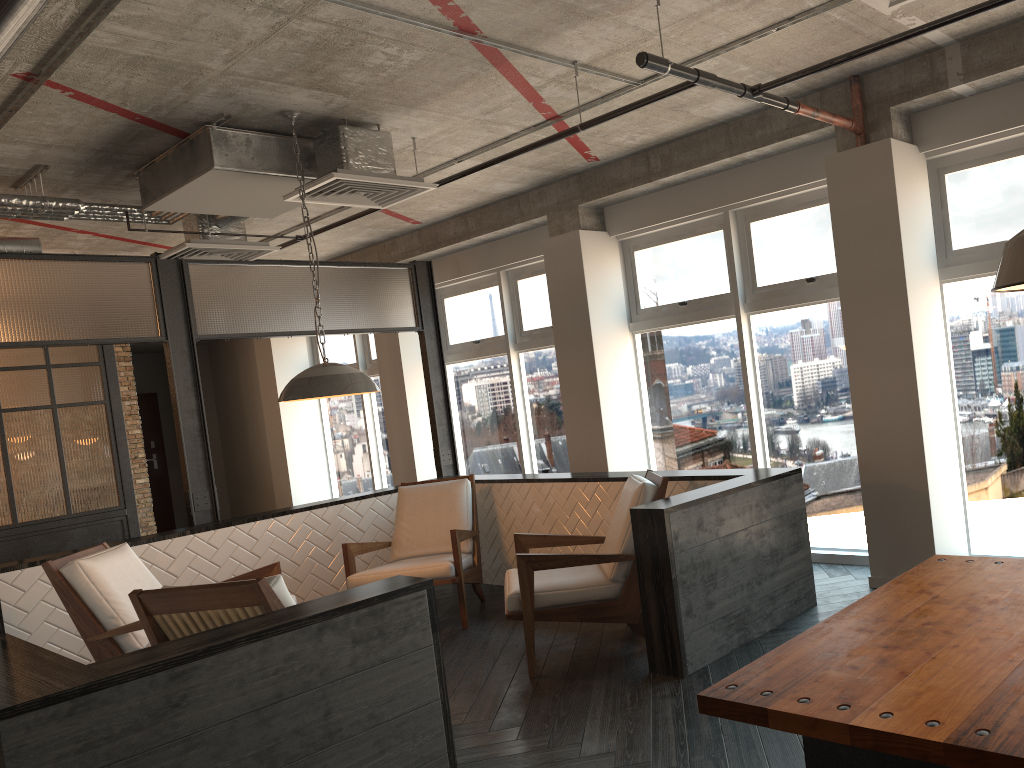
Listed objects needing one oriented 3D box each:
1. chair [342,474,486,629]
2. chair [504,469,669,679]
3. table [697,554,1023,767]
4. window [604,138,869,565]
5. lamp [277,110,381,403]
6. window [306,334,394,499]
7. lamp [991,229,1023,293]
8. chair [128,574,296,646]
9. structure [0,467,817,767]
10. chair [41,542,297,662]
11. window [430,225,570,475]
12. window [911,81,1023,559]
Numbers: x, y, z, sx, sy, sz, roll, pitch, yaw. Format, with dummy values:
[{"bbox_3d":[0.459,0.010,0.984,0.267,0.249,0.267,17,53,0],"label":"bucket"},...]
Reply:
[{"bbox_3d":[-0.601,1.148,5.666,0.713,0.908,0.952,-7,1,8],"label":"chair"},{"bbox_3d":[0.431,1.015,4.695,1.015,0.908,0.665,-7,1,-12],"label":"chair"},{"bbox_3d":[2.055,0.841,1.099,3.191,0.792,1.391,-7,0,44],"label":"table"},{"bbox_3d":[1.764,-0.115,6.217,2.119,2.879,0.287,-6,2,44],"label":"window"},{"bbox_3d":[-1.087,-0.696,4.516,0.587,1.547,0.431,-9,2,-37],"label":"lamp"},{"bbox_3d":[-1.652,0.326,9.548,2.119,2.879,0.287,-6,2,44],"label":"window"},{"bbox_3d":[1.101,-1.033,1.739,0.415,1.740,0.316,-8,2,-26],"label":"lamp"},{"bbox_3d":[-0.897,1.158,3.472,0.675,0.908,1.002,-7,1,18],"label":"chair"},{"bbox_3d":[-1.108,0.585,4.412,4.601,2.117,3.151,-7,0,-44],"label":"structure"},{"bbox_3d":[-1.758,1.271,4.461,0.992,0.908,0.682,-7,1,-7],"label":"chair"},{"bbox_3d":[0.056,0.105,7.883,2.119,2.879,0.287,-6,2,44],"label":"window"},{"bbox_3d":[3.469,-0.335,4.555,2.119,2.879,0.287,-6,2,44],"label":"window"}]
